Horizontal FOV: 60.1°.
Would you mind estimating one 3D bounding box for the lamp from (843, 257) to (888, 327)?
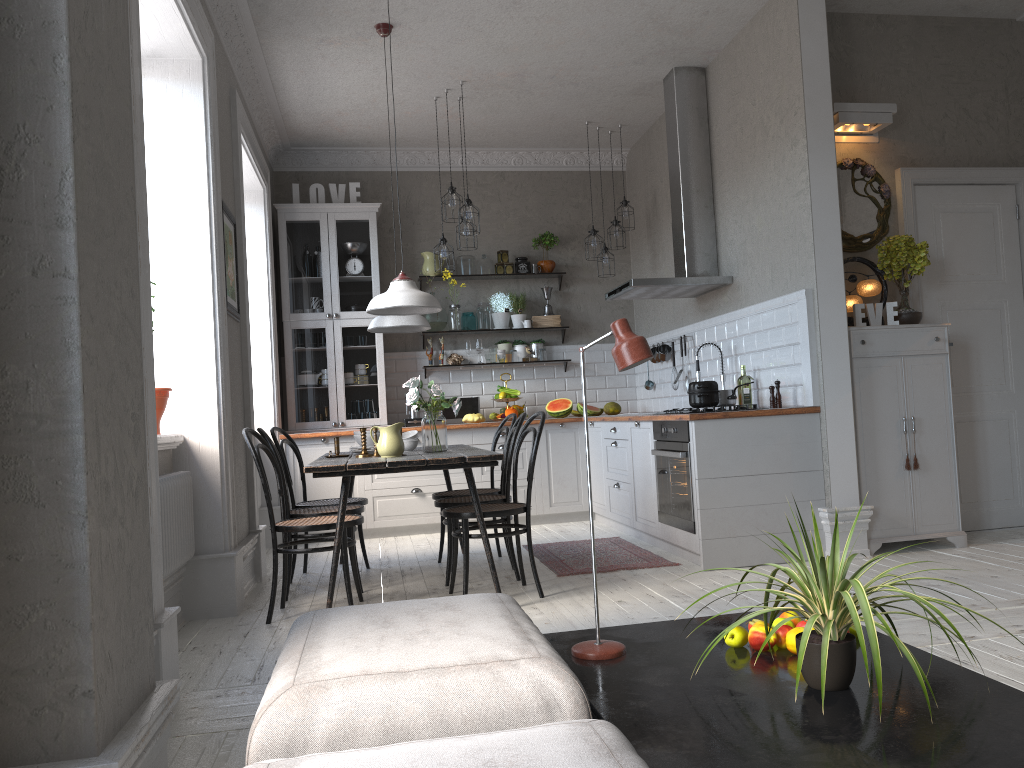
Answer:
[{"bbox_3d":[2.064,-0.484,5.306,0.451,0.558,0.171,-3,-2,-3],"label":"lamp"}]

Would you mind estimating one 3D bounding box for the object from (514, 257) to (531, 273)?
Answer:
[{"bbox_3d":[0.089,-1.061,8.027,0.143,0.174,0.141,-3,-2,-10],"label":"object"}]

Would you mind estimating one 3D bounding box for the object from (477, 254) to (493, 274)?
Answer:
[{"bbox_3d":[-0.247,-1.064,8.017,0.137,0.220,0.143,-5,-3,39],"label":"object"}]

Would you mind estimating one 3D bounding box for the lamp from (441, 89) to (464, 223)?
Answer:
[{"bbox_3d":[-0.474,-2.050,6.458,0.149,1.735,0.144,-2,-2,-23],"label":"lamp"}]

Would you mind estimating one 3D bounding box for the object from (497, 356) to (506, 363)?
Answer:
[{"bbox_3d":[-0.089,-0.215,7.841,0.078,0.051,0.076,-3,-2,-17],"label":"object"}]

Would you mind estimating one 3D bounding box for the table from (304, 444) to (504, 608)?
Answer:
[{"bbox_3d":[-0.604,0.750,4.932,0.912,0.735,1.905,-3,-2,-9],"label":"table"}]

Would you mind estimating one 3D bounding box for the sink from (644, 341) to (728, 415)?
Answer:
[{"bbox_3d":[1.195,0.080,5.900,0.532,0.720,0.482,-3,-2,-10],"label":"sink"}]

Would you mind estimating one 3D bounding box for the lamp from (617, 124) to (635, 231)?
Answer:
[{"bbox_3d":[0.916,-2.167,7.490,0.150,1.735,0.143,-2,-2,-38],"label":"lamp"}]

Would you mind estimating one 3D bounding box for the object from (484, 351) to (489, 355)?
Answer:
[{"bbox_3d":[-0.208,-0.254,7.939,0.077,0.083,0.078,-3,-2,8],"label":"object"}]

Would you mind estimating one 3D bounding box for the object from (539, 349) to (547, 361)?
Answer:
[{"bbox_3d":[0.275,-0.261,7.944,0.079,0.108,0.077,-3,-2,-17],"label":"object"}]

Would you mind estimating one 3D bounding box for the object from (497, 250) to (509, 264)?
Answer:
[{"bbox_3d":[-0.081,-1.136,7.938,0.084,0.113,0.081,-2,-2,-30],"label":"object"}]

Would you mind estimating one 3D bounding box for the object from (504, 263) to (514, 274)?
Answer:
[{"bbox_3d":[-0.023,-1.027,7.953,0.083,0.113,0.083,-3,-2,0],"label":"object"}]

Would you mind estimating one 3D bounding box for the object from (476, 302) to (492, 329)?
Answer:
[{"bbox_3d":[-0.254,-0.602,8.010,0.132,0.264,0.131,-3,-2,-5],"label":"object"}]

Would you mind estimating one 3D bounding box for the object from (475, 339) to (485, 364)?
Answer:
[{"bbox_3d":[-0.281,-0.288,7.817,0.083,0.217,0.080,-2,-2,-24],"label":"object"}]

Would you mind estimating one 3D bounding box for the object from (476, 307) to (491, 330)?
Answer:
[{"bbox_3d":[-0.252,-0.579,7.858,0.124,0.206,0.126,-4,-2,12],"label":"object"}]

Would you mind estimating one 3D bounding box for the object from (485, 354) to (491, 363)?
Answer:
[{"bbox_3d":[-0.206,-0.221,7.938,0.077,0.083,0.078,-3,-2,8],"label":"object"}]

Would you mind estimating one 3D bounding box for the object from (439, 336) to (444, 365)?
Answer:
[{"bbox_3d":[-0.619,-0.289,7.829,0.052,0.264,0.062,-4,-2,26],"label":"object"}]

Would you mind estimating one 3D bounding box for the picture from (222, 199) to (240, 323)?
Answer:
[{"bbox_3d":[-1.578,-0.681,4.958,0.020,0.619,0.517,-3,-2,-9],"label":"picture"}]

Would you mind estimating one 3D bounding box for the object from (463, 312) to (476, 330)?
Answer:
[{"bbox_3d":[-0.387,-0.552,7.920,0.127,0.172,0.125,-3,-2,-7],"label":"object"}]

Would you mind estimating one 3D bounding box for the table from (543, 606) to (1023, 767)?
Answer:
[{"bbox_3d":[0.587,0.795,1.896,0.856,0.303,1.300,-3,-2,-10],"label":"table"}]

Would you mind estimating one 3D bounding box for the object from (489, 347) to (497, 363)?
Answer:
[{"bbox_3d":[-0.166,-0.254,7.871,0.080,0.139,0.077,-2,-2,-37],"label":"object"}]

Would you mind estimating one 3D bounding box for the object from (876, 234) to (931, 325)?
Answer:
[{"bbox_3d":[2.346,-0.616,5.287,0.292,0.553,0.346,-4,-2,24],"label":"object"}]

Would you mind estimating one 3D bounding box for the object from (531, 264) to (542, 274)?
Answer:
[{"bbox_3d":[0.216,-1.032,7.951,0.094,0.096,0.074,-3,-2,-10],"label":"object"}]

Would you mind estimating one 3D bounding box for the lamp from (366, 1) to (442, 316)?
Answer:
[{"bbox_3d":[-0.591,-1.287,4.474,0.373,1.858,0.386,-4,-2,27],"label":"lamp"}]

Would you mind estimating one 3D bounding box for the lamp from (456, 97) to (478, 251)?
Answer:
[{"bbox_3d":[-0.381,-1.868,6.625,0.149,1.735,0.144,-2,-2,-23],"label":"lamp"}]

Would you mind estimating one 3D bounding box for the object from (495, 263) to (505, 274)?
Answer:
[{"bbox_3d":[-0.110,-1.022,7.939,0.083,0.113,0.082,-3,-2,-10],"label":"object"}]

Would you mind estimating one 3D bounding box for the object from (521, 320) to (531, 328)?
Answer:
[{"bbox_3d":[0.137,-0.534,7.906,0.104,0.071,0.063,-4,-2,19],"label":"object"}]

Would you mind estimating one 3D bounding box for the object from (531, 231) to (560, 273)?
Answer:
[{"bbox_3d":[0.320,-1.186,8.031,0.258,0.397,0.243,-4,-2,14],"label":"object"}]

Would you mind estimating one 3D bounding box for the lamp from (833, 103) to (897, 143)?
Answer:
[{"bbox_3d":[2.105,-1.593,5.411,0.419,0.171,0.218,-3,-2,-11],"label":"lamp"}]

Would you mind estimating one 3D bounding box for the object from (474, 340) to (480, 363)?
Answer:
[{"bbox_3d":[-0.297,-0.284,7.904,0.083,0.217,0.080,-2,-2,-24],"label":"object"}]

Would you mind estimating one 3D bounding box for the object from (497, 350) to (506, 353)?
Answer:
[{"bbox_3d":[-0.093,-0.275,7.843,0.078,0.051,0.076,-2,-2,-24],"label":"object"}]

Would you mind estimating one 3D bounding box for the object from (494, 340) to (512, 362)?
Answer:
[{"bbox_3d":[-0.078,-0.295,7.974,0.159,0.217,0.153,-2,-2,-30],"label":"object"}]

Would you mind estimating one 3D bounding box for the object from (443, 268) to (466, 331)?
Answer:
[{"bbox_3d":[-0.515,-0.737,7.758,0.194,0.540,0.277,-3,-2,-18],"label":"object"}]

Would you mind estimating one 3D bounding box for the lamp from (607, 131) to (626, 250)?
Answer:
[{"bbox_3d":[0.856,-2.029,7.644,0.144,1.735,0.149,-4,-2,32],"label":"lamp"}]

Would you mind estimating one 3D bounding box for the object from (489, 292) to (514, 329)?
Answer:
[{"bbox_3d":[-0.085,-0.660,7.985,0.243,0.354,0.235,-3,-2,8],"label":"object"}]

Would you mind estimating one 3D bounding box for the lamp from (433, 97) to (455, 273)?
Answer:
[{"bbox_3d":[-0.546,-1.701,6.589,0.150,1.735,0.143,-1,-3,-43],"label":"lamp"}]

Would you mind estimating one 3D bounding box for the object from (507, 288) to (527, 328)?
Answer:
[{"bbox_3d":[0.053,-0.680,7.960,0.166,0.380,0.188,-5,-3,41],"label":"object"}]

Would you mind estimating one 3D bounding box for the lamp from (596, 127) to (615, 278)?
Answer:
[{"bbox_3d":[0.752,-1.776,7.505,0.150,1.735,0.143,-2,-2,-38],"label":"lamp"}]

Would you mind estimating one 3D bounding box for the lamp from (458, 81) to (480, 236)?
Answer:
[{"bbox_3d":[-0.348,-1.931,6.317,0.144,1.735,0.150,-5,-2,37],"label":"lamp"}]

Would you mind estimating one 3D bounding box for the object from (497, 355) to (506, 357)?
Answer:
[{"bbox_3d":[-0.090,-0.232,7.841,0.078,0.051,0.076,-3,-2,-17],"label":"object"}]

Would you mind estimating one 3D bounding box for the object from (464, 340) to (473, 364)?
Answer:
[{"bbox_3d":[-0.383,-0.279,7.891,0.083,0.217,0.080,-2,-2,-24],"label":"object"}]

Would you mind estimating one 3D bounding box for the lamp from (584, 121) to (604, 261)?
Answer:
[{"bbox_3d":[0.638,-1.897,7.353,0.144,1.735,0.149,-4,-2,22],"label":"lamp"}]

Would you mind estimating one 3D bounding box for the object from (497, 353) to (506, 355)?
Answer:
[{"bbox_3d":[-0.091,-0.250,7.842,0.077,0.051,0.077,-4,-2,9],"label":"object"}]

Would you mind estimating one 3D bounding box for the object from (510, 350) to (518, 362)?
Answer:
[{"bbox_3d":[0.015,-0.247,7.918,0.079,0.108,0.077,-3,-2,-17],"label":"object"}]

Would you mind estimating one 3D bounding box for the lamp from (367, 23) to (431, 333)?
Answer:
[{"bbox_3d":[-0.727,-1.248,5.350,0.380,1.858,0.378,-3,-2,-3],"label":"lamp"}]

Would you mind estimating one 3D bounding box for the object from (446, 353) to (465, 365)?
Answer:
[{"bbox_3d":[-0.509,-0.220,7.823,0.180,0.111,0.094,-2,-2,-33],"label":"object"}]

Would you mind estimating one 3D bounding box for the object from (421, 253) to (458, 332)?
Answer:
[{"bbox_3d":[-0.698,-0.794,7.769,0.341,0.674,0.331,-1,-3,-42],"label":"object"}]

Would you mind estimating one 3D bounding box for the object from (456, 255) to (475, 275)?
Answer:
[{"bbox_3d":[-0.409,-1.042,7.888,0.169,0.184,0.175,-4,-2,29],"label":"object"}]

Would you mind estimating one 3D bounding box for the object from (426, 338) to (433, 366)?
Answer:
[{"bbox_3d":[-0.725,-0.283,7.824,0.054,0.264,0.060,-2,-2,-39],"label":"object"}]

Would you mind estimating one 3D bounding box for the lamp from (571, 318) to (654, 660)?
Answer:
[{"bbox_3d":[0.246,0.257,2.219,0.247,0.839,0.140,-4,-2,25],"label":"lamp"}]
